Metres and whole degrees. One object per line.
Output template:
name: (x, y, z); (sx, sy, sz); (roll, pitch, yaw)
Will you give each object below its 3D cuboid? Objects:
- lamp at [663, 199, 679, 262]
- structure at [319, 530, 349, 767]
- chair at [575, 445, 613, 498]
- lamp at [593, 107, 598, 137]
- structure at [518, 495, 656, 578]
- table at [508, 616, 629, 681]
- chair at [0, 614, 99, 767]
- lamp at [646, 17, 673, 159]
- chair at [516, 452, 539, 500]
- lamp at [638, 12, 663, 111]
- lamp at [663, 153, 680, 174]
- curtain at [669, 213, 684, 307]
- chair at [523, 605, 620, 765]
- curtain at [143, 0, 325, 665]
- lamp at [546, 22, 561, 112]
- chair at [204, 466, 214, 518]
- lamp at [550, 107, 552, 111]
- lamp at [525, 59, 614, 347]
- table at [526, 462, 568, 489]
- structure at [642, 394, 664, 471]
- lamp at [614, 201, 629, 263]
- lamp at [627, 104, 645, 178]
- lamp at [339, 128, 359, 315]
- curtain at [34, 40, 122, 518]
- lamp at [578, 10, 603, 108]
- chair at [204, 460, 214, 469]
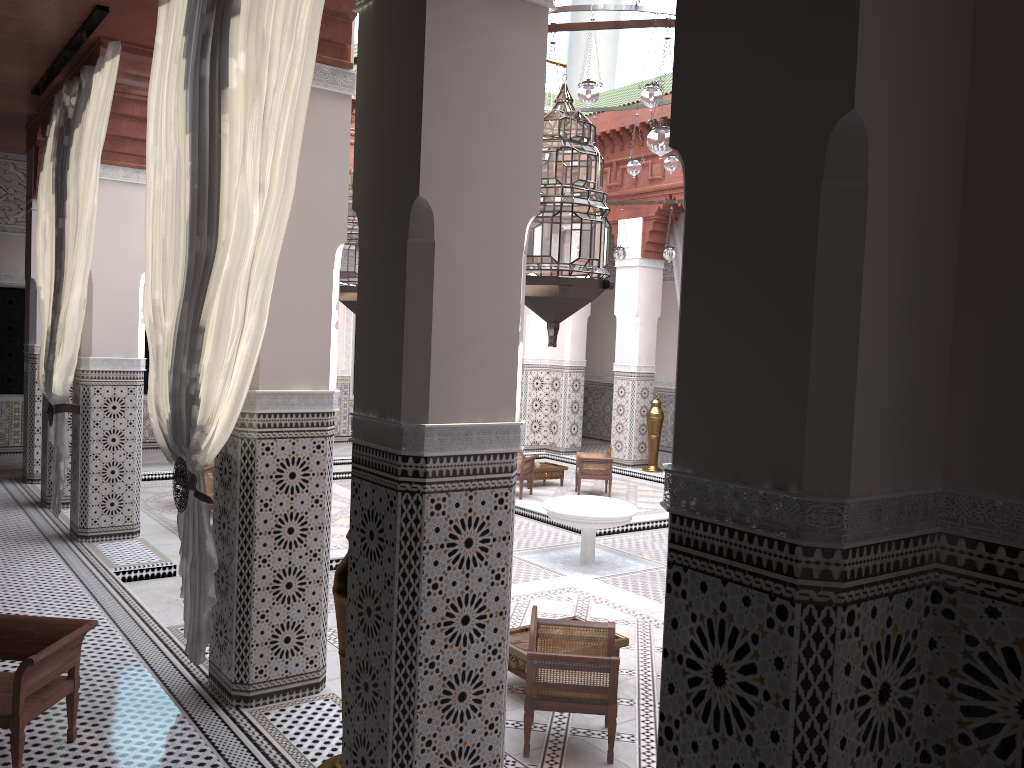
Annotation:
lamp: (0.949, -0.908, 5.267); (0.091, 0.371, 0.090); (2, 3, -1)
structure: (-0.298, 0.507, 1.768); (0.156, 0.539, 0.156); (1, 3, -19)
chair: (0.506, 0.533, 5.493); (0.208, 0.313, 0.263); (2, 3, 0)
lamp: (0.427, -1.259, 4.652); (0.091, 0.371, 0.090); (1, 3, -31)
structure: (0.343, 0.694, 4.059); (0.501, 0.310, 0.528); (0, 4, -36)
table: (0.121, 0.754, 2.444); (0.330, 0.142, 0.229); (0, 4, -36)
chair: (-1.023, 0.627, 1.791); (0.259, 0.252, 0.234); (3, 3, 3)
lamp: (0.397, -0.787, 2.369); (0.090, 0.371, 0.091); (1, 3, -21)
chair: (0.002, 0.518, 5.342); (0.263, 0.313, 0.208); (4, 3, 20)
lamp: (0.509, -1.185, 3.228); (0.091, 0.371, 0.090); (3, 3, 9)
lamp: (0.807, -1.231, 4.415); (0.091, 0.371, 0.090); (3, 3, 4)
curtain: (1.485, -0.316, 5.958); (0.048, 1.761, 1.304); (0, 4, -36)
chair: (0.140, 0.686, 2.081); (0.208, 0.313, 0.263); (3, 3, 4)
curtain: (-0.715, -0.218, 2.064); (0.137, 1.761, 1.304); (0, 4, -36)
lamp: (0.096, -0.804, 2.444); (0.090, 0.371, 0.091); (1, 3, -21)
chair: (-1.331, 0.521, 4.115); (0.263, 0.313, 0.208); (2, 3, -6)
lamp: (0.194, -1.270, 4.678); (0.090, 0.371, 0.091); (4, 3, 34)
lamp: (0.087, -0.346, 1.673); (0.221, 0.552, 0.216); (0, 4, -36)
table: (0.164, 0.590, 5.771); (0.330, 0.142, 0.229); (0, 4, -36)
structure: (1.008, 0.340, 6.273); (0.156, 0.539, 0.156); (4, 3, 26)
lamp: (0.670, -0.927, 5.415); (0.091, 0.371, 0.090); (1, 3, -21)
lamp: (0.639, -1.245, 4.556); (0.091, 0.371, 0.090); (2, 3, -11)
lamp: (-0.374, -0.397, 2.302); (0.221, 0.552, 0.216); (0, 4, -36)
curtain: (-1.795, -0.340, 3.546); (0.129, 1.764, 1.303); (0, 4, -36)
lamp: (0.278, -1.195, 3.233); (0.091, 0.371, 0.090); (4, 3, 29)
chair: (-1.578, 0.484, 4.655); (0.263, 0.313, 0.208); (1, 3, -22)
